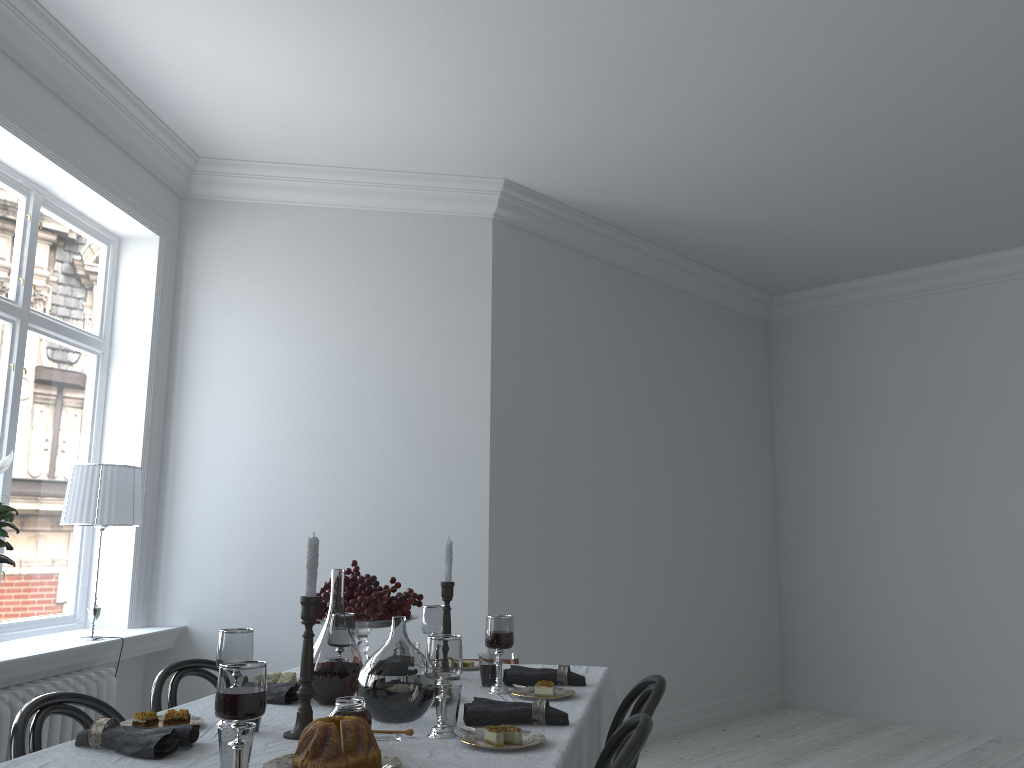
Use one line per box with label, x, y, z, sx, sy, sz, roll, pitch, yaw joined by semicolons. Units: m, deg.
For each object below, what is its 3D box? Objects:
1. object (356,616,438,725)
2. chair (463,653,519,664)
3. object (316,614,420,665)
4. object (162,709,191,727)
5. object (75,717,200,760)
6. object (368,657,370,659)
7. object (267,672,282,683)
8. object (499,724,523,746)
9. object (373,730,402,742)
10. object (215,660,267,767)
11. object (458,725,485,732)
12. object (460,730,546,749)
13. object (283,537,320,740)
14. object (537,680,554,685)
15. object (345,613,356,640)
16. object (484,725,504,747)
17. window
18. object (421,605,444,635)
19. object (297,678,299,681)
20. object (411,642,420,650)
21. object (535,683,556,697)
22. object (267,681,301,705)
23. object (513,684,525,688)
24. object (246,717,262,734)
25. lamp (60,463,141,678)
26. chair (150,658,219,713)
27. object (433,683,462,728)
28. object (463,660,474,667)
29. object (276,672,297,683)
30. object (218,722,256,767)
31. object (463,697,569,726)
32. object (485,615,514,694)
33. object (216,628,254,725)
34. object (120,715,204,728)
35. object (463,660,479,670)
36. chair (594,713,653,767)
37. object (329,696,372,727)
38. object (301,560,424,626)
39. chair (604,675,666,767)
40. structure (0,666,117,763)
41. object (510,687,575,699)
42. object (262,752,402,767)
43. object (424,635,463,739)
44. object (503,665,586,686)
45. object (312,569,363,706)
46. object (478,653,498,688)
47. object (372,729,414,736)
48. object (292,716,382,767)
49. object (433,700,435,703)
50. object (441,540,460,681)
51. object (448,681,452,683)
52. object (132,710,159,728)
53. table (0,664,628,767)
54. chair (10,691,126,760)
object;-0.276;0.688;2.141;0.194;0.245;0.194;-5;-11;26
chair;-0.200;1.429;3.173;0.546;0.837;0.593;1;-10;-2
object;-0.480;0.840;2.836;0.367;0.188;0.367;1;-10;-5
object;-0.769;0.768;2.038;0.057;0.041;0.038;1;-10;-5
object;-0.777;0.716;1.795;0.247;0.061;0.165;2;-10;-7
object;-0.436;0.948;3.063;0.165;0.061;0.247;2;-10;-7
object;-0.713;0.878;2.630;0.040;0.039;0.077;-2;-11;13
object;-0.006;0.749;1.894;0.057;0.037;0.021;-6;-12;33
object;-0.317;0.767;1.926;0.150;0.009;0.075;3;-11;-12
object;-0.465;0.588;1.512;0.083;0.215;0.083;10;-14;-41
object;-0.061;0.782;2.007;0.131;0.012;0.031;-2;-10;11
object;-0.020;0.761;1.893;0.182;0.013;0.182;7;-12;-31
object;-0.457;0.563;1.993;0.089;0.432;0.089;5;-11;-24
object;0.094;0.863;2.520;0.051;0.039;0.036;2;-10;-7
object;-0.505;0.787;2.612;0.083;0.215;0.083;-8;-13;38
object;-0.038;0.747;1.886;0.021;0.037;0.057;6;-12;-28
window;-2.251;0.029;3.578;0.061;2.080;2.079;-1;-10;6
object;-0.262;0.854;2.972;0.083;0.215;0.083;10;-14;-41
object;-0.689;0.890;2.629;0.182;0.013;0.182;-9;-14;42
object;-0.339;0.907;2.937;0.066;0.094;0.066;-6;-12;31
object;0.093;0.856;2.480;0.057;0.037;0.021;-4;-11;24
object;-0.675;0.824;2.391;0.247;0.061;0.165;2;-10;-7
object;0.065;0.892;2.607;0.131;0.012;0.031;-2;-10;11
object;-0.587;0.733;1.990;0.066;0.094;0.066;-6;-12;31
lamp;-1.849;1.029;3.914;0.335;1.331;0.335;-6;-12;30
chair;-0.751;1.272;2.531;0.564;0.909;0.463;-4;-11;21
object;-0.151;0.751;2.069;0.066;0.094;0.066;-6;-12;31
object;-0.163;0.970;3.070;0.057;0.021;0.037;-9;-14;42
object;-0.671;0.875;2.621;0.039;0.040;0.078;-3;-11;18
object;-0.496;0.662;1.593;0.066;0.094;0.066;-6;-12;31
object;0.003;0.785;2.147;0.247;0.061;0.165;2;-10;-7
object;-0.036;0.782;2.564;0.083;0.215;0.083;10;-14;-41
object;-0.660;0.694;2.103;0.083;0.215;0.083;10;-14;-41
object;-0.801;0.780;2.027;0.182;0.013;0.182;-9;-14;42
object;-0.169;0.972;3.060;0.182;0.013;0.182;8;-13;-36
chair;0.012;1.146;1.808;0.564;0.909;0.463;-1;-10;6
object;-0.335;0.702;1.830;0.091;0.101;0.091;1;-10;-2
object;-0.470;0.679;2.873;0.347;0.215;0.318;-1;-10;5
chair;0.136;1.247;2.356;0.564;0.909;0.463;0;-10;2
structure;-1.888;1.453;3.013;0.245;0.753;1.710;-1;-10;6
object;0.086;0.870;2.489;0.182;0.013;0.182;7;-12;-31
object;-0.331;0.711;1.637;0.251;0.018;0.251;-9;-14;42
object;-0.154;0.676;1.984;0.083;0.215;0.083;10;-14;-41
object;0.092;0.892;2.735;0.247;0.061;0.165;2;-10;-7
object;-0.475;0.677;2.386;0.152;0.352;0.152;0;-10;4
object;-0.068;0.857;2.653;0.066;0.094;0.066;-6;-12;31
object;-0.298;0.755;1.934;0.167;0.031;0.031;3;-11;-12
object;-0.320;0.670;1.643;0.164;0.105;0.191;6;-12;-27
object;-0.277;0.853;2.416;0.251;0.018;0.251;-9;-14;42
object;-0.208;0.718;2.840;0.089;0.432;0.089;5;-11;-24
object;-0.191;0.826;2.398;0.039;0.040;0.078;-3;-11;18
object;-0.834;0.765;2.018;0.036;0.039;0.051;-3;-11;20
table;-0.346;1.233;2.135;1.210;0.842;2.179;-1;-10;10
chair;-0.825;1.169;1.966;0.564;0.909;0.463;-1;-10;6
